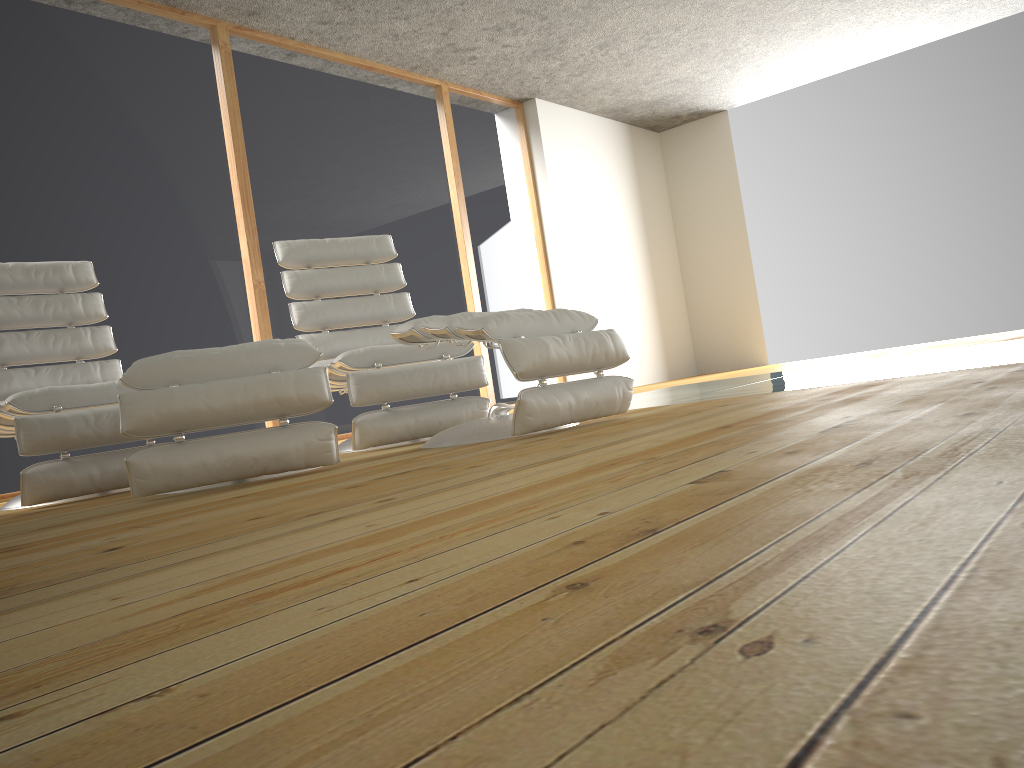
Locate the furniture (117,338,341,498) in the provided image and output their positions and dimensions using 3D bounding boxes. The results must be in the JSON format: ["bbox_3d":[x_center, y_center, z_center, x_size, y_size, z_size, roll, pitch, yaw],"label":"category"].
[{"bbox_3d":[-0.877,0.080,2.766,0.570,0.440,0.685,-8,-1,-17],"label":"furniture"}]

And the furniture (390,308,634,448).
[{"bbox_3d":[-0.026,-0.049,3.003,0.684,0.440,0.570,-9,-1,44],"label":"furniture"}]

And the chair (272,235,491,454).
[{"bbox_3d":[-0.574,-0.230,3.748,0.570,0.969,0.911,-8,-1,-27],"label":"chair"}]

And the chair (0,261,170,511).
[{"bbox_3d":[-1.679,-0.063,3.321,0.570,0.970,0.911,-7,-2,-42],"label":"chair"}]
